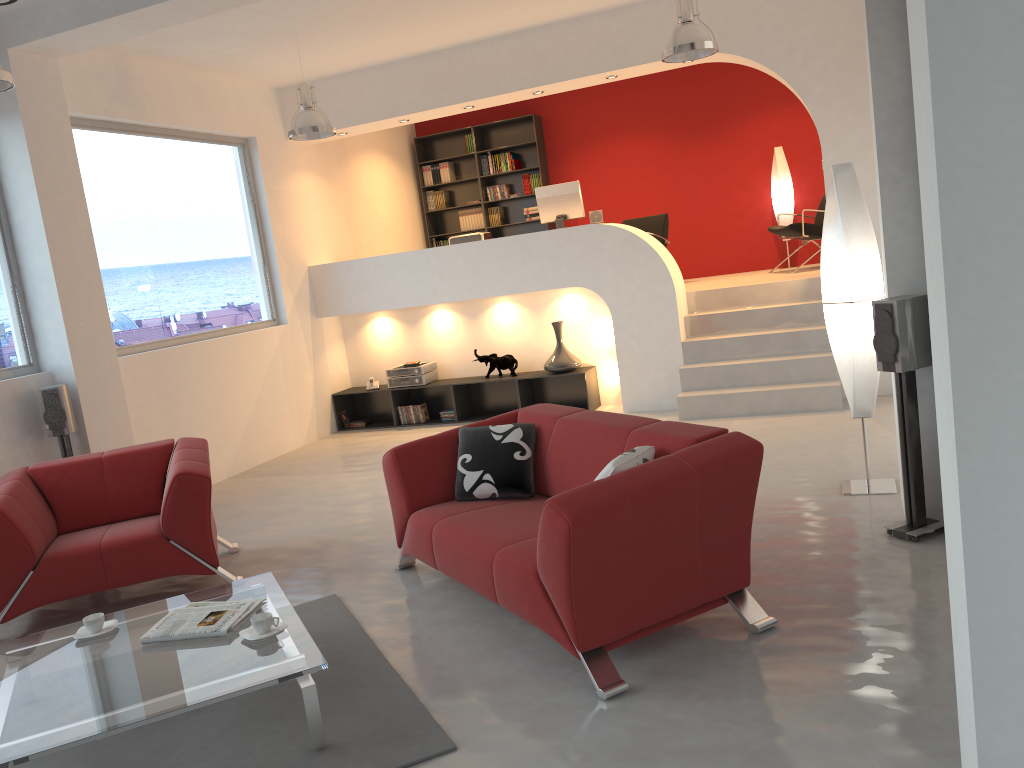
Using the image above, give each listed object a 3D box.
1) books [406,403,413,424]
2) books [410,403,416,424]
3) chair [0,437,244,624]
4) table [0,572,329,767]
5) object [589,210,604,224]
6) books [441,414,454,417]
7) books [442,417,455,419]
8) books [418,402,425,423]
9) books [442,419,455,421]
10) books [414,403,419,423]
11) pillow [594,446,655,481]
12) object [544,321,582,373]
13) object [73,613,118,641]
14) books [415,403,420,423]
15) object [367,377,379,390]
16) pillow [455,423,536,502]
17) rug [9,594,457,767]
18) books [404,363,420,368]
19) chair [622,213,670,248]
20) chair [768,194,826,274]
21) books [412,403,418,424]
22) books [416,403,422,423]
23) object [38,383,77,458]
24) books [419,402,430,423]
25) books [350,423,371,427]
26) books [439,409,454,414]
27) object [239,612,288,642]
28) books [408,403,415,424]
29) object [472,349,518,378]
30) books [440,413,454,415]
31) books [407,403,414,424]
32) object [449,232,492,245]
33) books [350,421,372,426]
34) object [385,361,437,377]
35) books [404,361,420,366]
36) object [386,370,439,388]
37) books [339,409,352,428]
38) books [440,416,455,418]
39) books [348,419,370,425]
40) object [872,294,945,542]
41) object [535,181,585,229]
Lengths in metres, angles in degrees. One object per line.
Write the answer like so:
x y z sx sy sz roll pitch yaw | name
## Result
-1.035 0.305 9.127 0.031 0.190 0.135 -5 8 21 | books
-0.994 0.301 9.110 0.031 0.190 0.135 -5 8 21 | books
-2.220 0.796 4.894 1.288 0.738 0.951 -11 8 -18 | chair
-1.321 1.122 3.263 1.097 0.286 1.162 -11 9 -23 | table
0.824 -1.614 8.642 0.133 0.147 0.151 -7 8 5 | object
-0.609 0.304 9.020 0.190 0.015 0.135 -5 8 21 | books
-0.601 0.333 9.022 0.190 0.015 0.135 -5 8 21 | books
-0.910 0.294 9.077 0.031 0.190 0.135 -5 8 21 | books
-0.605 0.348 9.027 0.190 0.015 0.135 -6 8 16 | books
-0.952 0.298 9.094 0.031 0.190 0.135 -5 8 21 | books
0.401 0.441 3.534 0.288 0.343 0.402 -4 9 29 | pillow
0.464 -0.357 8.512 0.369 0.481 0.369 -10 8 -13 | object
-1.647 0.953 3.505 0.153 0.069 0.153 -10 8 -12 | object
-0.938 0.297 9.088 0.031 0.190 0.135 -5 8 21 | books
-1.448 -0.013 9.211 0.130 0.117 0.146 -8 8 -3 | object
-0.080 0.386 4.406 0.402 0.343 0.288 -6 8 14 | pillow
-1.290 1.262 3.287 1.700 0.025 1.700 -11 9 -23 | rug
-1.023 -0.192 9.075 0.135 0.015 0.190 -8 8 2 | books
1.335 -1.440 9.843 0.664 0.795 0.768 -1 11 41 | chair
3.108 -1.598 9.206 0.768 0.795 0.664 -8 8 -3 | chair
-0.966 0.299 9.099 0.031 0.190 0.135 -5 8 21 | books
-0.924 0.295 9.083 0.031 0.190 0.135 -5 8 21 | books
-2.976 0.560 5.969 0.214 1.112 0.229 -10 8 -13 | object
-0.896 0.293 9.072 0.031 0.190 0.135 -5 8 21 | books
-1.608 0.432 9.422 0.190 0.015 0.135 -5 8 21 | books
-0.626 0.275 9.021 0.190 0.015 0.135 -6 8 16 | books
-0.916 0.886 3.256 0.153 0.069 0.153 -15 11 -41 | object
-1.007 0.302 9.116 0.031 0.190 0.135 -5 8 21 | books
-0.160 -0.217 8.801 0.507 0.296 0.191 -2 10 37 | object
-0.617 0.291 9.013 0.190 0.015 0.135 -5 8 21 | books
-1.021 0.304 9.121 0.031 0.190 0.135 -5 8 21 | books
-0.385 -1.445 9.164 0.397 0.217 0.458 -5 8 21 | object
-1.605 0.417 9.418 0.190 0.015 0.135 -5 8 21 | books
-1.035 -0.150 9.123 0.430 0.077 0.349 -5 8 21 | object
-1.024 -0.208 9.083 0.135 0.015 0.190 -7 8 7 | books
-1.025 -0.052 9.129 0.430 0.100 0.365 -5 8 21 | object
-1.759 0.371 9.413 0.063 0.187 0.135 -5 8 21 | books
-0.612 0.319 9.024 0.190 0.015 0.135 -4 9 26 | books
-1.622 0.404 9.422 0.190 0.015 0.135 -5 8 21 | books
1.827 0.156 4.085 0.229 1.112 0.214 -11 9 -23 | object
0.480 -1.730 8.695 0.458 0.452 0.230 -5 8 21 | object
